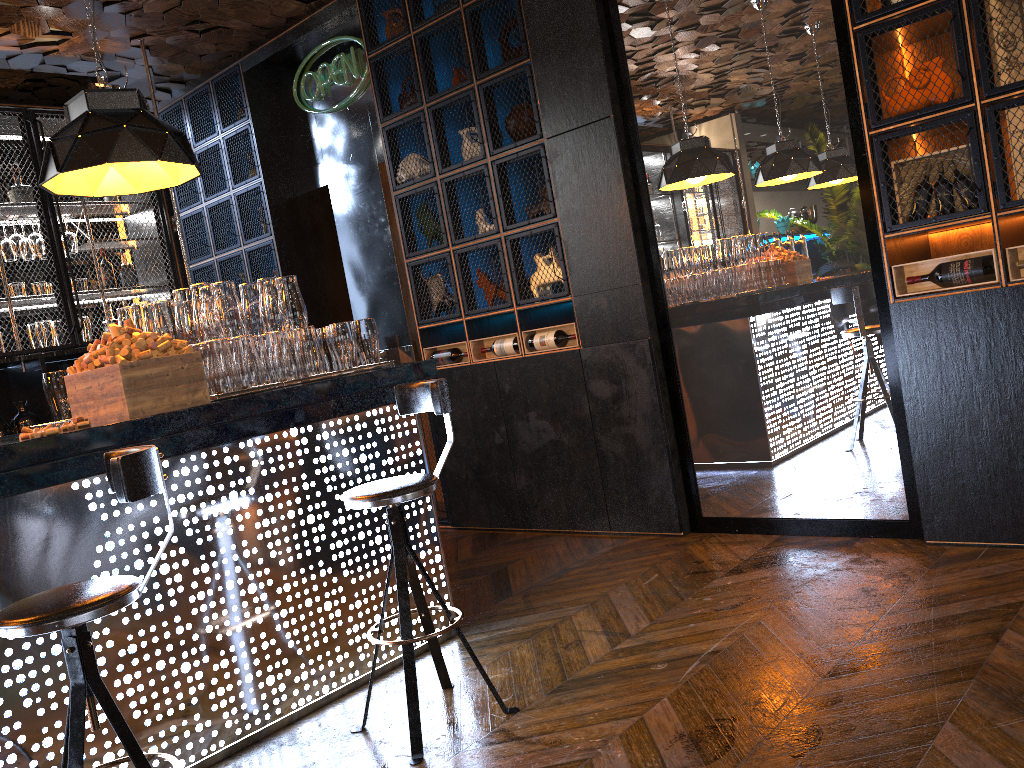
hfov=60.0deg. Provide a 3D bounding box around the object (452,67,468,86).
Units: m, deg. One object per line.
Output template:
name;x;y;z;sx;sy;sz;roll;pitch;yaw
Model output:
object;-0.280;-1.821;5.354;0.105;0.168;0.210;-7;5;42

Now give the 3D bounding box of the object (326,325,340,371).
object;-0.725;-0.149;3.757;0.105;0.209;0.105;-12;4;-23

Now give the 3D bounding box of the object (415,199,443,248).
object;-0.484;-1.021;5.673;0.167;0.356;0.255;-14;5;-43

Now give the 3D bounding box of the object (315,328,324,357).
object;-0.854;-0.128;3.792;0.105;0.209;0.105;-12;4;-23

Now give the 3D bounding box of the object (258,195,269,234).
object;-1.867;-1.285;6.857;0.198;0.358;0.116;-9;4;12

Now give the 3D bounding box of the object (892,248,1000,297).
object;1.796;-0.459;3.653;0.396;0.132;0.122;-6;5;45

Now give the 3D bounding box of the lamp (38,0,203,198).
lamp;-1.664;-1.571;3.442;0.607;1.564;0.582;-7;5;42

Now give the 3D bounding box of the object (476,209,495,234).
object;-0.142;-0.980;5.410;0.183;0.210;0.096;-6;5;45

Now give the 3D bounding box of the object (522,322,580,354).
object;0.252;-0.266;5.062;0.396;0.132;0.123;-7;5;43

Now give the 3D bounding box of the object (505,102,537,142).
object;0.095;-1.466;5.068;0.265;0.239;0.266;-9;4;21

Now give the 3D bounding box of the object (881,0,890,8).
object;1.606;-1.685;3.765;0.086;0.313;0.086;-11;4;-9

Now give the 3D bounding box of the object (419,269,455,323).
object;-0.412;-0.585;5.701;0.175;0.351;0.369;-14;5;-43

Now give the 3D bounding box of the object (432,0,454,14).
object;-0.367;-2.323;5.303;0.289;0.332;0.152;-8;4;35

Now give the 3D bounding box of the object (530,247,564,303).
object;0.254;-0.641;5.113;0.164;0.303;0.341;-14;5;-43

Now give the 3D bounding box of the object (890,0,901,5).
object;1.600;-1.672;3.670;0.088;0.306;0.088;-13;5;-39

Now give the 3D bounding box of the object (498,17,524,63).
object;0.024;-1.917;5.033;0.249;0.290;0.114;-7;5;42

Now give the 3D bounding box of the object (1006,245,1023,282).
object;2.117;-0.490;3.365;0.122;0.132;0.396;-14;5;-43

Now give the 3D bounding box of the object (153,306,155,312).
object;-1.465;-0.224;3.663;0.105;0.209;0.105;-12;4;-23

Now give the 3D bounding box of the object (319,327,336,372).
object;-0.784;-0.146;3.882;0.105;0.209;0.105;-12;4;-23

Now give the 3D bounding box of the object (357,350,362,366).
object;-1.035;-0.183;6.308;0.144;0.264;0.116;-7;5;42

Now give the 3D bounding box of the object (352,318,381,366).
object;-0.604;-0.167;3.712;0.105;0.209;0.105;-9;4;17

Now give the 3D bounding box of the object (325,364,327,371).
object;-1.358;-0.131;6.616;0.065;0.237;0.065;-9;4;11

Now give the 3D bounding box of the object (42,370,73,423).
object;-1.745;0.055;3.431;0.105;0.209;0.105;-12;4;-23

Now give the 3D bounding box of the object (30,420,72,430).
object;-1.619;0.133;3.385;0.437;0.019;0.273;-7;5;42

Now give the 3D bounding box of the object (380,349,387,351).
object;-0.989;-0.258;6.634;0.100;0.365;0.100;-10;4;-4

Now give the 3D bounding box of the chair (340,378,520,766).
chair;-0.334;0.567;2.922;0.476;1.108;0.419;-13;5;-38

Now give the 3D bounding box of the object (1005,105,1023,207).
object;2.120;-0.916;3.466;0.281;0.396;0.139;-7;5;40

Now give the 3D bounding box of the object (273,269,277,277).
object;-1.730;-0.801;6.920;0.278;0.222;0.138;-11;4;-18

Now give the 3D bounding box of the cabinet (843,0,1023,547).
cabinet;3.274;-1.272;2.432;4.416;3.514;0.691;-7;5;42

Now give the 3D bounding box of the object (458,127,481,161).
object;-0.183;-1.434;5.356;0.253;0.249;0.126;-9;4;12

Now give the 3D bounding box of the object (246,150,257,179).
object;-1.940;-1.675;6.788;0.290;0.290;0.097;-7;5;41

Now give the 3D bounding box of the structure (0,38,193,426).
structure;-4.457;0.013;3.669;1.143;3.553;6.750;-7;5;42

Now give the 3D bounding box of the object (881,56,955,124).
object;1.658;-1.197;3.629;0.278;0.222;0.138;-7;5;42

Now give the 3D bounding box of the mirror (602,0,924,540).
mirror;1.083;-1.013;4.178;1.194;3.551;0.026;-7;5;42

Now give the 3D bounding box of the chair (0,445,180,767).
chair;-0.972;0.735;2.104;0.476;1.108;0.419;-13;4;-33

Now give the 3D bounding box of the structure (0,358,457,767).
structure;-2.668;0.762;1.843;1.214;1.685;6.009;-7;5;42

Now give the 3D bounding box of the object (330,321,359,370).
object;-0.684;-0.148;3.640;0.105;0.209;0.105;-9;4;17

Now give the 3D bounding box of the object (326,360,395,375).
object;-0.729;-0.050;3.746;0.437;0.019;0.273;-7;5;42

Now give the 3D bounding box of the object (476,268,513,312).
object;-0.113;-0.581;5.392;0.208;0.280;0.131;-8;4;24

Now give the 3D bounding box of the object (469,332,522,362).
object;-0.065;-0.227;5.353;0.396;0.132;0.122;-7;5;42

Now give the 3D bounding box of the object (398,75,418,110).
object;-0.631;-1.815;5.615;0.253;0.249;0.126;-7;5;42

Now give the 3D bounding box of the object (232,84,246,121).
object;-2.043;-2.133;6.780;0.198;0.358;0.116;-7;5;42

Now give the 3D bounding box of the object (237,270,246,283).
object;-2.062;-0.793;7.177;0.290;0.290;0.097;-11;4;-9

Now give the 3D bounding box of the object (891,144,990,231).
object;1.832;-0.833;3.758;0.361;0.297;0.152;-8;4;34

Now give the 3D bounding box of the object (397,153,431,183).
object;-0.541;-1.375;5.640;0.403;0.221;0.192;-9;4;12

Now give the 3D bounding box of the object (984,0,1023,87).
object;2.033;-1.341;3.470;0.304;0.396;0.162;-9;4;17

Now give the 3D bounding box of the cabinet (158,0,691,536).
cabinet;-0.854;-0.780;6.209;4.416;3.514;0.691;-7;5;42

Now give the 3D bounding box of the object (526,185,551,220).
object;0.163;-1.024;5.109;0.212;0.220;0.119;-8;4;26

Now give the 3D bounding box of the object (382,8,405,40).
object;-0.677;-2.244;5.580;0.253;0.249;0.126;-9;4;12

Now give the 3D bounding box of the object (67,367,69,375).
object;-1.574;0.035;3.280;0.105;0.209;0.105;-9;4;17

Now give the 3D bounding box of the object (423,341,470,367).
object;-0.377;-0.190;5.641;0.396;0.133;0.122;-7;5;42
